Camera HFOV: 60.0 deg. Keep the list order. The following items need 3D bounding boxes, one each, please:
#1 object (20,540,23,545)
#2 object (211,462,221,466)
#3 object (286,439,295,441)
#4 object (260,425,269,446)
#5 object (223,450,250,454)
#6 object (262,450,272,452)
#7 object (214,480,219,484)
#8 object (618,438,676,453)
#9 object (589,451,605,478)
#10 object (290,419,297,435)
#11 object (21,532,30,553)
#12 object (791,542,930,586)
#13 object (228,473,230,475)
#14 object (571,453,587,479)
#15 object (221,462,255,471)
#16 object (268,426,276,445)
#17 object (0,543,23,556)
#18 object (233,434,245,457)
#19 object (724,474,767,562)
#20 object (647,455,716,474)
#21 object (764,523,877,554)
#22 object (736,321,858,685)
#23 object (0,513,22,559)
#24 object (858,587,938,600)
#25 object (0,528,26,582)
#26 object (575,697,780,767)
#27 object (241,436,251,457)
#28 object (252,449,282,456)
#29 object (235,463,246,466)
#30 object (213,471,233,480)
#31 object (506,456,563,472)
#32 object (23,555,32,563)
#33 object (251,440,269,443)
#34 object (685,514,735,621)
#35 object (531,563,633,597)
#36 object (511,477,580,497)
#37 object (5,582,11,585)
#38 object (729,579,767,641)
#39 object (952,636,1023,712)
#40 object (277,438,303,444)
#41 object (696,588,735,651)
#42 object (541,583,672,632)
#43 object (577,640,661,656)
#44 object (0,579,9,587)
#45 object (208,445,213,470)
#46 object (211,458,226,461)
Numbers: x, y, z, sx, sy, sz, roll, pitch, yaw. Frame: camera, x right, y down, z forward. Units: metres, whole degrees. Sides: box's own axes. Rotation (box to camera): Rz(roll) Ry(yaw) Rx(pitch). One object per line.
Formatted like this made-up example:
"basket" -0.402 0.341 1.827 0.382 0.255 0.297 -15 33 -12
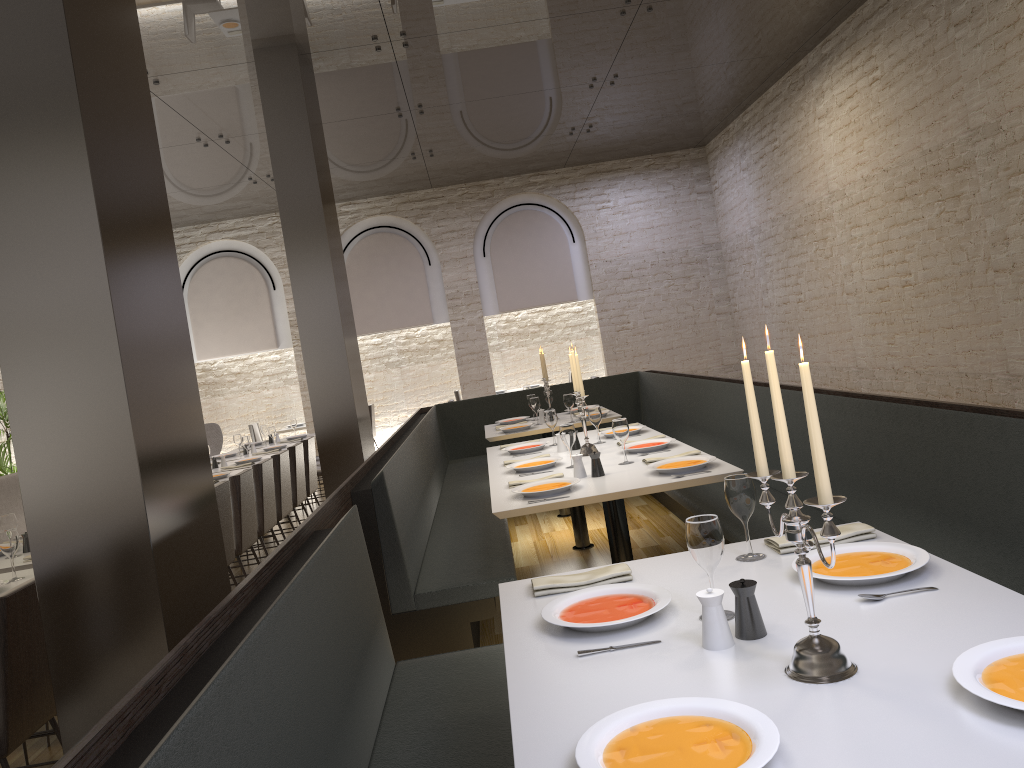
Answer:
"object" -2.884 0.931 5.249 0.273 0.033 0.143 -9 2 -2
"object" -3.016 0.802 8.698 0.273 0.033 0.143 -9 2 -2
"object" -2.575 0.655 10.433 0.181 0.015 0.038 -9 2 -1
"object" -2.907 0.602 10.410 0.086 0.231 0.086 -9 0 28
"object" -3.059 0.761 9.800 0.273 0.033 0.143 -9 2 -2
"object" -2.531 0.698 9.294 0.181 0.015 0.038 -9 2 -1
"object" -2.435 0.786 6.897 0.273 0.033 0.143 -9 2 -2
"object" 0.752 0.348 4.918 0.321 0.036 0.322 -8 3 18
"object" 0.408 0.388 4.284 0.068 0.126 0.069 -9 1 29
"object" -2.673 0.544 10.873 0.086 0.231 0.086 -9 0 28
"object" -2.652 0.864 4.849 0.059 0.109 0.059 -9 1 -10
"object" 0.857 0.450 2.183 0.321 0.036 0.322 -8 3 18
"object" -2.459 0.770 7.434 0.185 0.010 0.017 -9 2 -2
"object" 0.326 0.400 4.331 0.068 0.126 0.069 -9 1 21
"object" -2.478 0.744 8.015 0.273 0.033 0.143 -9 2 -2
"object" -2.629 0.586 9.746 0.086 0.231 0.086 -9 0 28
"object" -2.890 0.939 4.907 0.322 0.036 0.321 -10 3 -20
"object" -2.863 0.644 9.283 0.086 0.231 0.086 -9 0 28
"object" 0.647 0.371 2.468 0.086 0.231 0.086 -9 0 10
"object" 0.784 0.378 4.091 0.322 0.036 0.321 -10 3 -26
"object" 0.871 0.433 2.518 0.273 0.033 0.143 -9 2 -2
"object" 0.524 0.210 1.653 0.131 0.657 0.390 -9 1 9
"object" -2.689 0.813 4.747 0.087 0.231 0.086 -10 1 -44
"object" 0.863 0.465 1.978 0.181 0.015 0.038 -9 2 -1
"object" -2.277 0.778 4.028 0.086 0.231 0.086 -9 1 40
"object" 0.260 0.581 1.400 0.322 0.036 0.321 -10 3 -26
"object" -2.587 0.627 8.650 0.086 0.231 0.086 -9 0 28
"object" -2.521 0.703 9.117 0.273 0.033 0.143 -9 2 -2
"object" -2.489 0.739 8.191 0.181 0.015 0.038 -9 2 -1
"object" -2.449 0.766 7.257 0.322 0.036 0.321 -10 3 -24
"object" 0.126 0.450 4.895 0.321 0.036 0.322 -8 3 18
"object" -2.346 0.873 4.566 0.273 0.033 0.143 -9 2 -2
"object" -3.103 0.718 10.940 0.273 0.033 0.143 -9 2 -2
"object" 0.454 0.421 2.034 0.086 0.231 0.086 -9 0 10
"object" 0.192 0.545 2.491 0.273 0.033 0.143 -9 2 -2
"object" 0.158 0.481 4.069 0.321 0.036 0.322 -9 2 -4
"object" -2.324 0.900 3.940 0.185 0.010 0.017 -9 2 -2
"object" 0.500 0.477 1.889 0.069 0.126 0.069 -9 1 -8
"object" 0.886 0.478 1.423 0.322 0.036 0.321 -10 3 -26
"object" -2.565 0.661 10.257 0.273 0.033 0.143 -9 2 -2
"object" 0.424 0.491 1.862 0.069 0.126 0.069 -9 1 -8
"object" 0.231 0.552 2.160 0.321 0.036 0.322 -8 3 18
"object" 0.234 0.572 1.931 0.185 0.010 0.017 -9 2 -2
"object" -2.314 0.896 3.763 0.321 0.036 0.322 -8 3 33
"object" -2.821 0.685 8.187 0.086 0.231 0.086 -9 0 28
"object" -3.060 0.787 9.274 0.185 0.010 0.017 -9 2 -2
